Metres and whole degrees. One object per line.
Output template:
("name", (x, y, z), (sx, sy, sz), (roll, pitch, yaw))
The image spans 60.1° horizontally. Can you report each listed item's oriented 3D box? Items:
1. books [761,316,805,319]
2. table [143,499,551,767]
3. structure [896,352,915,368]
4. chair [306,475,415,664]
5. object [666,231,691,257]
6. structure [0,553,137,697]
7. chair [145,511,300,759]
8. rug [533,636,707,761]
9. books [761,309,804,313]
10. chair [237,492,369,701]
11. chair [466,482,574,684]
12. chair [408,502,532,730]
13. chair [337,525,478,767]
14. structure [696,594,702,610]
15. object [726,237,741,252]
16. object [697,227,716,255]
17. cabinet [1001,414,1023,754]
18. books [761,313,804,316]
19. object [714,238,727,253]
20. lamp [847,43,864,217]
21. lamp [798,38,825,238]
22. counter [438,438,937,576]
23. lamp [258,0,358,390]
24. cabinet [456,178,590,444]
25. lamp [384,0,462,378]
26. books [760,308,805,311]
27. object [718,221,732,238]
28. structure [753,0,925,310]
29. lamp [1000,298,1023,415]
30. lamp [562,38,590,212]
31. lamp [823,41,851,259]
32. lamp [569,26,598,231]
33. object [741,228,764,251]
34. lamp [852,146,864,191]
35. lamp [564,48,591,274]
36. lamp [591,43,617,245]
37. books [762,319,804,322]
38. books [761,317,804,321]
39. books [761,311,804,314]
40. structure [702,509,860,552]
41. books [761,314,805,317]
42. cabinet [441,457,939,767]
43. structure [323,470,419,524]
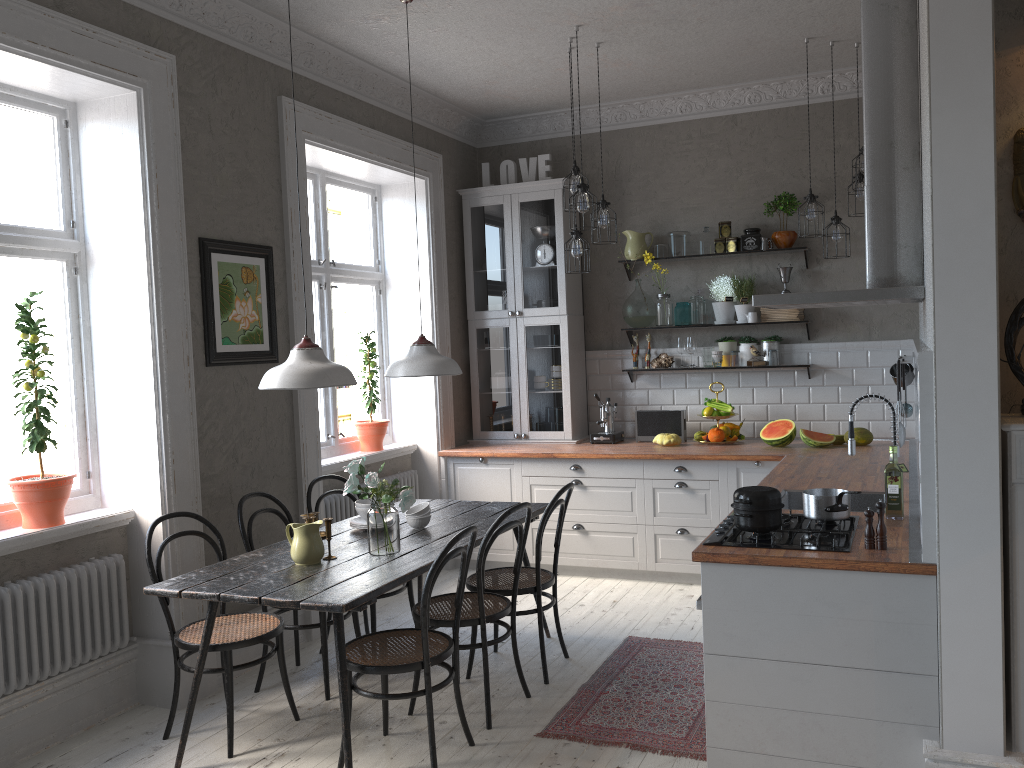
("books", (1.859, -0.456, 6.085), (0.256, 0.016, 0.161), (0, 3, 36))
("table", (-0.571, 1.069, 4.072), (0.891, 0.735, 1.949), (-1, 3, 24))
("structure", (2.176, -0.136, 4.882), (0.093, 0.053, 1.102), (-1, 3, 24))
("chair", (-0.788, 0.955, 4.713), (0.538, 0.921, 0.447), (0, 3, 36))
("object", (1.188, -0.987, 6.301), (0.175, 0.184, 0.169), (-4, 3, -28))
("structure", (-1.991, 0.999, 3.439), (0.146, 0.428, 1.240), (-1, 3, 22))
("chair", (-1.233, 1.016, 3.755), (0.539, 0.921, 0.446), (-1, 3, 31))
("rug", (0.684, 1.378, 4.032), (0.725, 0.014, 1.309), (-1, 3, 24))
("books", (1.857, -0.500, 6.083), (0.256, 0.011, 0.160), (-1, 3, 29))
("chair", (-1.006, 0.984, 4.270), (0.541, 0.921, 0.444), (-1, 3, 21))
("chair", (0.043, 0.940, 4.325), (0.541, 0.921, 0.444), (-1, 3, 21))
("chair", (-0.175, 0.968, 3.884), (0.539, 0.921, 0.446), (-1, 3, 31))
("chair", (-0.393, 0.999, 3.389), (0.541, 0.921, 0.444), (-1, 3, 21))
("structure", (1.055, 0.894, 3.307), (0.609, 0.623, 0.631), (-1, 3, 23))
("object", (1.537, -0.958, 6.147), (0.081, 0.113, 0.084), (-1, 3, 33))
("object", (1.389, -1.013, 6.320), (0.141, 0.220, 0.138), (-3, 3, -17))
("cabinet", (1.865, 0.751, 2.713), (0.656, 1.297, 0.389), (-1, 3, 23))
("books", (1.858, -0.478, 6.084), (0.256, 0.011, 0.160), (-1, 3, 29))
("object", (1.459, -0.957, 6.184), (0.081, 0.113, 0.084), (-1, 3, 23))
("lamp", (2.066, -1.882, 5.297), (0.149, 1.735, 0.144), (-4, 3, -25))
("lamp", (1.731, -1.734, 5.181), (0.150, 1.735, 0.144), (-4, 3, -35))
("counter", (0.587, 0.509, 4.909), (3.113, 0.039, 3.442), (-1, 3, 23))
("lamp", (-0.842, -0.913, 3.459), (0.386, 1.859, 0.372), (-4, 3, -29))
("cabinet", (0.105, -0.504, 6.649), (0.866, 1.921, 0.393), (-1, 3, 23))
("lamp", (-0.470, -0.965, 4.286), (0.372, 1.859, 0.386), (-1, 3, 31))
("books", (1.857, -0.510, 6.083), (0.256, 0.016, 0.161), (0, 3, 36))
("object", (1.480, -1.068, 6.154), (0.082, 0.113, 0.083), (-2, 3, 3))
("structure", (1.520, -1.170, 4.139), (0.702, 1.596, 0.723), (-1, 3, 23))
("lamp", (1.783, -0.062, 2.801), (0.441, 0.558, 0.175), (-1, 3, 31))
("lamp", (0.334, -1.855, 5.010), (0.145, 1.735, 0.148), (-2, 3, 10))
("lamp", (1.909, -1.621, 5.262), (0.147, 1.735, 0.146), (-3, 3, -5))
("lamp", (0.360, -1.718, 4.832), (0.149, 1.735, 0.144), (-3, 3, -20))
("object", (1.668, -0.994, 6.145), (0.140, 0.174, 0.144), (-1, 3, 23))
("lamp", (2.028, -2.001, 5.118), (0.147, 1.735, 0.146), (-3, 3, -5))
("lamp", (0.353, -1.524, 5.197), (0.148, 1.735, 0.145), (-3, 3, -10))
("lamp", (0.504, -1.686, 5.121), (0.145, 1.735, 0.148), (-2, 3, 10))
("books", (1.860, -0.434, 6.086), (0.257, 0.011, 0.160), (-1, 3, 26))
("books", (1.859, -0.446, 6.086), (0.256, 0.011, 0.160), (-1, 3, 29))
("books", (1.858, -0.489, 6.084), (0.257, 0.011, 0.160), (-1, 3, 26))
("structure", (1.019, 0.530, 3.304), (0.488, 0.031, 0.615), (-1, 3, 24))
("books", (1.859, -0.467, 6.085), (0.256, 0.016, 0.161), (-1, 3, 32))
("cabinet", (1.077, 0.902, 4.894), (2.016, 0.854, 4.135), (-3, 3, -20))
("structure", (-0.939, 0.853, 5.783), (0.146, 0.428, 1.240), (-1, 3, 22))
